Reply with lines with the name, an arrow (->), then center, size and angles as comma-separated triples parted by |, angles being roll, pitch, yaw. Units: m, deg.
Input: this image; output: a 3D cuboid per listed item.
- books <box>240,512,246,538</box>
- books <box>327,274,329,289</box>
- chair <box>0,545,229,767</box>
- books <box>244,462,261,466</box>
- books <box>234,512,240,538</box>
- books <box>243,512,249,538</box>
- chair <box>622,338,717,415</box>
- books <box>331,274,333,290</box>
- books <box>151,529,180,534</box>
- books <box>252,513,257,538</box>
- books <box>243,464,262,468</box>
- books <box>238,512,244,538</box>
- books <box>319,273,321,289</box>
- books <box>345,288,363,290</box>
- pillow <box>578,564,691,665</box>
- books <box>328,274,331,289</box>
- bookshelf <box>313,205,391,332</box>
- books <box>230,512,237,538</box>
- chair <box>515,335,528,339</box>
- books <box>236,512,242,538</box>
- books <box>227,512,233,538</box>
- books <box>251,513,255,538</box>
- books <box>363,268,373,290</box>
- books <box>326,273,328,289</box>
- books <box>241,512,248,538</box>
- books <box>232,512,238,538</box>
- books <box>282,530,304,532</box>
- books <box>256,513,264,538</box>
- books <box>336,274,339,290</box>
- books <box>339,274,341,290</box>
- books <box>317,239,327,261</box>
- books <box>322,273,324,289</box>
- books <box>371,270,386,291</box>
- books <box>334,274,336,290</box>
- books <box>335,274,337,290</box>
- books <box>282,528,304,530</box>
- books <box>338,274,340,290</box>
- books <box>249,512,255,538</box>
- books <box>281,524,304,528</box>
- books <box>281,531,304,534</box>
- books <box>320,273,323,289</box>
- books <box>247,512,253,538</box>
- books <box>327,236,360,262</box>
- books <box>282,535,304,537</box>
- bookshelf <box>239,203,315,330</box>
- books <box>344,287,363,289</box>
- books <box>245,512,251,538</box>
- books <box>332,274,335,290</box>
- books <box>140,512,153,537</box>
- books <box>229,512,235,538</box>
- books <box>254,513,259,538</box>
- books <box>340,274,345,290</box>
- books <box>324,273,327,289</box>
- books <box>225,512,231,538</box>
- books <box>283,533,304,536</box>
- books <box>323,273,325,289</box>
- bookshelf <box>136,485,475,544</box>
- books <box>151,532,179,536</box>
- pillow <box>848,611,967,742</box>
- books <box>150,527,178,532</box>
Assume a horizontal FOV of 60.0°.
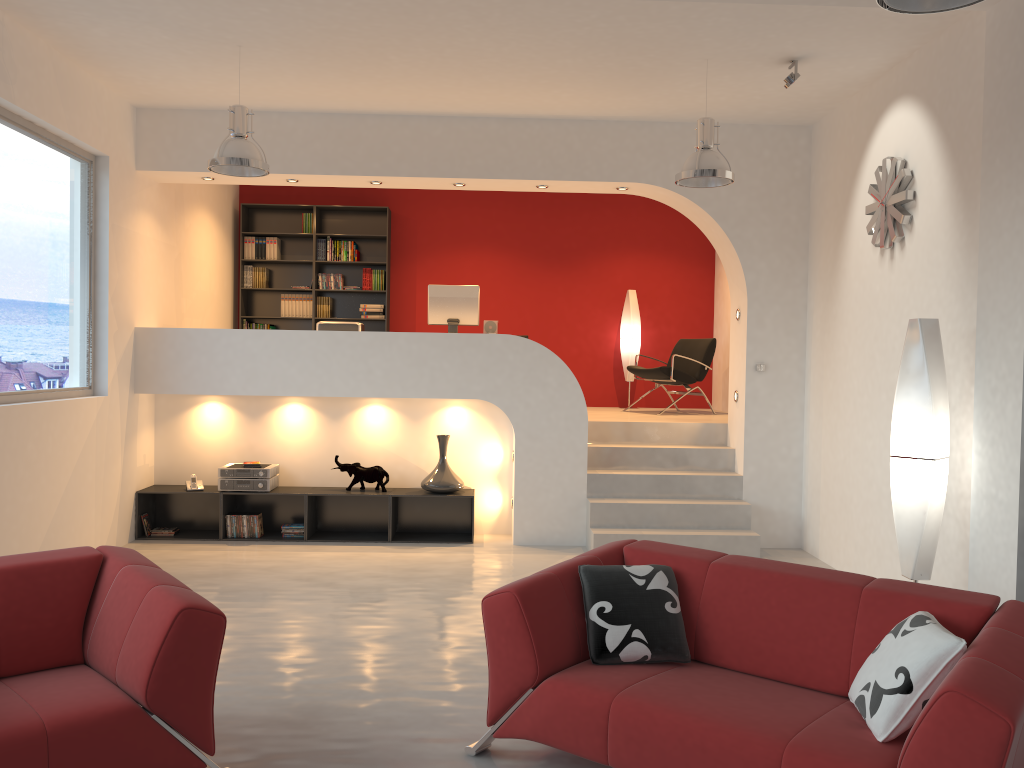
books -> -2.244, 1.179, 7.414 | 0.031, 0.190, 0.135 | 1, 1, -2
books -> -2.080, -1.156, 10.089 | 0.031, 0.190, 0.135 | 1, 1, -2
chair -> -1.712, 1.042, 3.028 | 1.288, 0.738, 0.951 | 0, 2, -42
books -> -2.186, 0.671, 7.457 | 0.135, 0.015, 0.190 | 1, 2, -17
books -> -2.289, 1.178, 7.413 | 0.031, 0.190, 0.135 | 1, 1, -2
books -> -2.214, 1.179, 7.415 | 0.031, 0.190, 0.135 | 1, 1, -2
chair -> 1.668, -0.093, 9.353 | 0.768, 0.795, 0.664 | 0, 2, -27
books -> -2.035, -1.155, 10.090 | 0.031, 0.190, 0.135 | 1, 1, -2
books -> -2.906, 1.239, 7.446 | 0.190, 0.015, 0.135 | 1, 1, -2
books -> -2.139, 1.181, 7.418 | 0.031, 0.190, 0.135 | 1, 1, -2
books -> -2.183, 0.686, 7.448 | 0.135, 0.015, 0.190 | 0, 2, -22
books -> -2.259, 1.179, 7.414 | 0.031, 0.190, 0.135 | 1, 1, -2
books -> -2.170, -1.157, 10.086 | 0.031, 0.190, 0.135 | 1, 1, -2
books -> -1.798, -1.078, 10.099 | 0.190, 0.015, 0.135 | 1, 1, -2
pillow -> 0.474, 0.893, 3.458 | 0.402, 0.343, 0.288 | 1, 2, -9
books -> -2.065, -1.155, 10.089 | 0.031, 0.190, 0.135 | 1, 1, -2
bookshelf -> -1.810, -0.881, 10.052 | 0.816, 2.213, 0.305 | 1, 1, -2
books -> -2.319, 1.178, 7.412 | 0.031, 0.190, 0.135 | 1, 1, -2
chair -> -0.219, -0.123, 9.236 | 0.664, 0.795, 0.768 | 2, 2, 18
books -> -2.274, 1.178, 7.413 | 0.031, 0.190, 0.135 | 1, 1, -2
books -> -2.349, 1.177, 7.411 | 0.031, 0.190, 0.135 | 1, 1, -2
books -> -2.154, 1.180, 7.417 | 0.031, 0.190, 0.135 | 1, 1, -2
books -> -1.641, -1.181, 10.093 | 0.090, 0.256, 0.181 | 1, 1, -2
books -> -2.095, -1.156, 10.088 | 0.031, 0.190, 0.135 | 1, 1, -2
books -> -2.229, 1.179, 7.415 | 0.031, 0.190, 0.135 | 1, 1, -2
books -> -2.304, 1.178, 7.412 | 0.031, 0.190, 0.135 | 1, 1, -2
books -> -1.827, 1.227, 7.478 | 0.190, 0.015, 0.135 | 1, 1, -2
books -> -2.109, 1.181, 7.418 | 0.031, 0.190, 0.135 | 1, 1, -2
books -> -1.975, -1.154, 10.092 | 0.031, 0.190, 0.135 | 1, 1, -2
books -> -1.945, -1.153, 10.093 | 0.031, 0.190, 0.135 | 1, 1, -2
books -> -2.148, -1.506, 10.069 | 0.090, 0.256, 0.181 | 1, 1, -2
books -> -2.140, -1.157, 10.087 | 0.031, 0.190, 0.135 | 1, 1, -2
books -> -1.521, -1.171, 10.097 | 0.146, 0.240, 0.170 | 1, 1, -2
books -> -2.005, -1.154, 10.091 | 0.031, 0.190, 0.135 | 1, 1, -2
books -> -1.990, -1.154, 10.091 | 0.031, 0.190, 0.135 | 1, 1, -2
books -> -1.831, 1.212, 7.471 | 0.190, 0.015, 0.135 | 1, 1, -2
books -> -1.960, -1.153, 10.092 | 0.031, 0.190, 0.135 | 1, 1, -2
books -> -2.169, 1.180, 7.417 | 0.031, 0.190, 0.135 | 1, 1, -2
books -> -1.841, 1.197, 7.477 | 0.190, 0.015, 0.135 | 1, 2, -7
books -> -1.834, 1.242, 7.479 | 0.190, 0.015, 0.135 | 1, 1, 3
books -> -2.155, -1.157, 10.086 | 0.031, 0.190, 0.135 | 1, 1, -2
books -> -2.184, 1.180, 7.416 | 0.031, 0.190, 0.135 | 1, 1, -2
books -> -1.910, -1.516, 10.053 | 0.341, 0.286, 0.231 | 1, 1, -2
books -> -1.830, 1.272, 7.480 | 0.190, 0.015, 0.135 | 1, 2, -7
bookshelf -> -2.626, -0.895, 10.026 | 0.816, 2.213, 0.305 | 1, 1, -2
books -> -1.808, -1.093, 10.098 | 0.190, 0.015, 0.135 | 1, 1, 3
books -> -2.199, 1.180, 7.416 | 0.031, 0.190, 0.135 | 1, 1, -2
books -> -2.020, -1.155, 10.090 | 0.031, 0.190, 0.135 | 1, 1, -2
books -> -3.040, 1.171, 7.390 | 0.063, 0.187, 0.135 | 1, 1, -2
books -> -2.334, 1.177, 7.412 | 0.031, 0.190, 0.135 | 1, 1, -2
books -> -2.124, 1.181, 7.418 | 0.031, 0.190, 0.135 | 1, 1, -2
books -> -1.930, -1.153, 10.093 | 0.031, 0.190, 0.135 | 1, 1, -2
books -> -2.110, -1.156, 10.088 | 0.031, 0.190, 0.135 | 1, 1, -2
books -> -2.364, 1.177, 7.411 | 0.031, 0.190, 0.135 | 1, 1, -2
books -> -1.824, 1.257, 7.479 | 0.190, 0.015, 0.135 | 1, 1, -2
books -> -2.125, -1.156, 10.087 | 0.031, 0.190, 0.135 | 1, 1, -2
bookshelf -> -1.703, 1.096, 7.501 | 2.764, 0.397, 0.405 | 1, 1, -2
books -> -2.911, 1.254, 7.446 | 0.190, 0.015, 0.135 | 1, 1, -2
pillow -> 1.254, 0.923, 2.836 | 0.288, 0.343, 0.402 | 1, 2, 6
books -> -2.922, 1.224, 7.445 | 0.190, 0.015, 0.135 | 1, 1, -2
